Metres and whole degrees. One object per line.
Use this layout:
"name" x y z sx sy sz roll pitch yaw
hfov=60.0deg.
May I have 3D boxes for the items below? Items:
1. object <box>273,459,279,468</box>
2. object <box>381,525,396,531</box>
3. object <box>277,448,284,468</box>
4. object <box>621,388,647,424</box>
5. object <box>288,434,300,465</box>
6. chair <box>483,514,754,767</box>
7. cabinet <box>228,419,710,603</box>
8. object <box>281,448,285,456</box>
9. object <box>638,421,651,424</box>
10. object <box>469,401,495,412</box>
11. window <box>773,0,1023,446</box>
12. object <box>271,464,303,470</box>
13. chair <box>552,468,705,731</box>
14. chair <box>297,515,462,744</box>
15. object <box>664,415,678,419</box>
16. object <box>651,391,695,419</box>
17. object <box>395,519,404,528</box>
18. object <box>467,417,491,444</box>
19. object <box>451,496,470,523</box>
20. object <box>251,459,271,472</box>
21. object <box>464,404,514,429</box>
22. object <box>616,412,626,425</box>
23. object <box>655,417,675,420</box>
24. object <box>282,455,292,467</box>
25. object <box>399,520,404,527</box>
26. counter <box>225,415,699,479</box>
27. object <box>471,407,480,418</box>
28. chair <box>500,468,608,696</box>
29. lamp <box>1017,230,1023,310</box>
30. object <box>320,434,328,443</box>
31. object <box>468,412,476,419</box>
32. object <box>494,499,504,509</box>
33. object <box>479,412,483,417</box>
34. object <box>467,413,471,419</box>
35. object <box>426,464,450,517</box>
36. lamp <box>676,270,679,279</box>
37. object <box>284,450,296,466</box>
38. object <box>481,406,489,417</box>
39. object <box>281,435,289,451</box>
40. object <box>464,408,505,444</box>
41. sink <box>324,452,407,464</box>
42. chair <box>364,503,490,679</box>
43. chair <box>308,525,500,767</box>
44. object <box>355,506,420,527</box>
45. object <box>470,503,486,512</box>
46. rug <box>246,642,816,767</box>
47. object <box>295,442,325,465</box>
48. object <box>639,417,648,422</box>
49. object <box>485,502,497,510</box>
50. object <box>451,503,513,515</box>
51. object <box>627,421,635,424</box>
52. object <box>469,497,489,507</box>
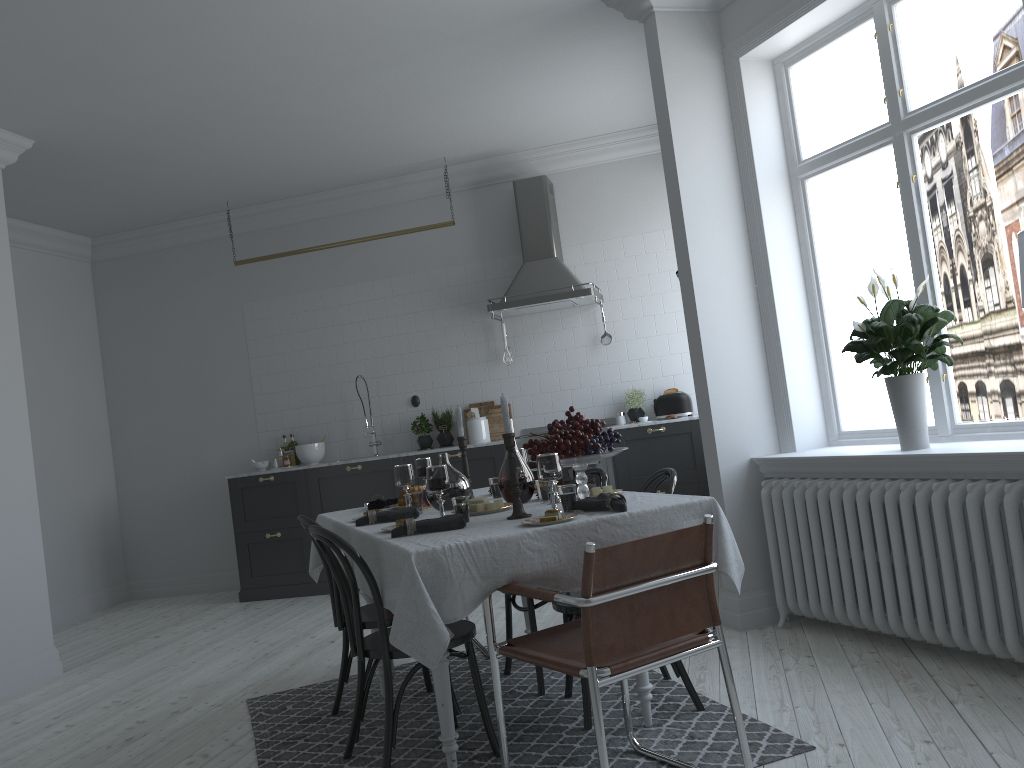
"object" -2.027 0.687 7.613 0.046 0.084 0.046 -8 -2 -1
"object" -0.386 0.524 3.244 0.182 0.013 0.182 -9 -3 28
"object" -1.986 0.638 7.649 0.059 0.172 0.059 -10 -3 44
"object" 0.975 0.165 7.017 0.210 0.283 0.220 -9 -3 26
"object" -1.902 0.576 7.753 0.089 0.282 0.082 -8 -2 13
"chair" 0.297 0.846 2.703 0.546 0.837 0.593 -6 -3 -32
"cabinet" -0.336 1.017 7.117 3.897 1.012 0.646 -8 -2 13
"object" -2.001 0.643 7.712 0.059 0.172 0.059 -10 -3 44
"object" 0.992 0.288 6.659 0.126 0.008 0.126 -9 -3 39
"object" -0.237 0.318 7.382 0.220 0.330 0.041 -8 -2 13
"window" 1.951 -0.784 3.672 0.061 2.080 2.079 -7 -3 -25
"object" -1.947 0.719 7.675 0.180 0.008 0.272 -8 -2 13
"chair" 0.438 0.825 3.552 0.564 0.909 0.463 -7 -2 -9
"chair" -0.581 0.970 3.800 0.564 0.909 0.463 -7 -2 -24
"object" 1.197 0.248 6.689 0.074 0.031 0.119 -5 -3 -44
"object" 1.254 0.164 6.955 0.326 0.207 0.219 -8 -2 18
"object" -0.399 0.513 3.251 0.057 0.037 0.021 -7 -2 -6
"object" -0.274 0.379 7.248 0.174 0.208 0.174 -8 -2 8
"object" -0.180 0.453 3.187 0.066 0.094 0.066 -8 -2 2
"object" -2.163 0.696 7.673 0.159 0.110 0.172 -8 -2 8
"object" -0.192 0.333 7.404 0.400 0.290 0.030 -8 -2 13
"object" 0.868 0.276 7.056 0.072 0.095 0.072 -6 -3 -32
"object" 1.150 0.260 6.663 0.018 0.008 0.209 -5 -3 -42
"object" -1.930 0.665 7.601 0.078 0.101 0.078 -10 -3 41
"object" -0.380 0.509 3.215 0.051 0.039 0.036 -6 -3 -37
"counter" -0.402 0.506 7.148 3.902 0.020 0.624 -8 -2 13
"object" -0.279 0.334 7.260 0.064 0.290 0.141 -7 -2 -14
"chair" 0.216 0.875 4.084 0.564 0.909 0.463 -7 -2 -24
"lamp" 1.974 0.115 2.991 0.335 1.331 0.335 -8 -2 0
"object" -1.666 0.556 7.629 0.209 0.232 0.042 -6 -3 -37
"object" -0.322 0.354 7.229 0.054 0.262 0.149 -7 -2 -12
"object" -0.055 0.475 3.512 0.039 0.040 0.077 -7 -2 -8
"object" -0.243 0.352 7.283 0.050 0.247 0.114 -7 -2 -22
"object" -0.309 0.358 7.250 0.117 0.251 0.061 -10 -3 43
"object" -0.265 0.408 3.260 0.083 0.215 0.083 -8 -2 18
"lamp" 1.038 -0.160 4.761 0.131 0.977 0.312 -7 -2 -13
"object" -1.930 0.649 7.707 0.077 0.141 0.044 -8 -2 13
"object" -0.239 0.328 7.279 0.131 0.296 0.056 -7 -2 -8
"object" -1.980 0.587 7.776 0.066 0.282 0.066 -8 -2 8
"object" -0.206 0.348 7.349 0.360 0.261 0.053 -8 -2 13
"sink" -1.197 0.709 7.284 0.669 0.203 0.384 -8 -2 13
"chair" -0.469 1.027 4.676 0.546 0.837 0.593 -7 -2 -16
"chair" -0.411 0.925 3.257 0.564 0.909 0.463 -6 -3 -29
"object" -0.493 0.530 3.590 0.247 0.061 0.165 -6 -3 -38
"object" -0.144 0.486 3.440 0.077 0.040 0.040 -9 -3 32
"rug" -0.156 1.351 3.607 1.701 0.021 2.166 -7 -2 -19
"object" -1.726 0.603 7.612 0.247 0.175 0.247 -9 -3 26
"object" 0.989 0.269 6.660 0.072 0.040 0.070 -8 -2 5
"object" -0.090 0.481 3.463 0.040 0.039 0.077 -7 -2 -17
"object" -0.111 0.496 3.492 0.251 0.018 0.251 -8 -2 13
"object" 0.923 0.303 6.951 0.091 0.018 0.062 -8 -2 10
"object" -0.137 0.481 3.523 0.100 0.056 0.056 -9 -3 30
